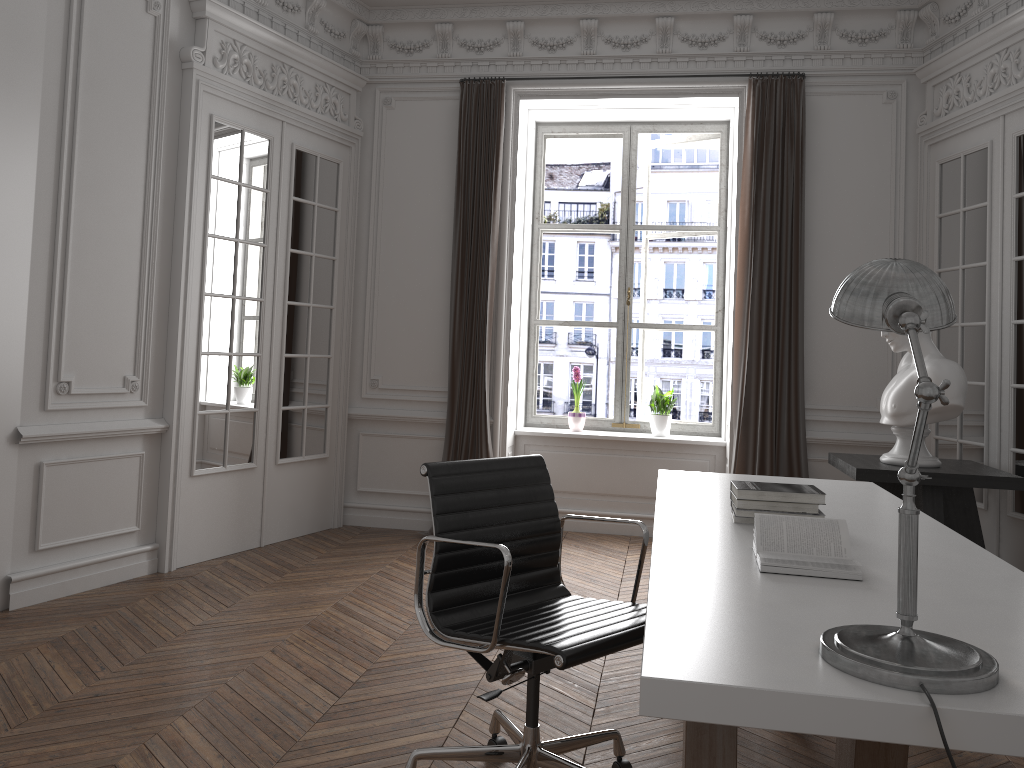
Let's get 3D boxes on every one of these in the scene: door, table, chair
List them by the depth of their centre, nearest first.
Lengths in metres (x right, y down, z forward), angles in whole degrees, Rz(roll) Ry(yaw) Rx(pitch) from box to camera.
[{"bbox_3d":[0.097,0.697,2.405,0.668,0.927,0.691,1,-1,36],"label":"chair"},{"bbox_3d":[0.852,0.808,2.539,0.900,0.751,2.617,2,2,10],"label":"table"},{"bbox_3d":[2.089,0.790,4.554,0.768,0.752,0.766,2,0,10],"label":"table"},{"bbox_3d":[2.637,-0.180,4.747,0.086,2.746,1.561,3,-2,-6],"label":"door"},{"bbox_3d":[-1.494,-0.366,5.481,0.086,2.746,1.559,1,-2,26],"label":"door"}]

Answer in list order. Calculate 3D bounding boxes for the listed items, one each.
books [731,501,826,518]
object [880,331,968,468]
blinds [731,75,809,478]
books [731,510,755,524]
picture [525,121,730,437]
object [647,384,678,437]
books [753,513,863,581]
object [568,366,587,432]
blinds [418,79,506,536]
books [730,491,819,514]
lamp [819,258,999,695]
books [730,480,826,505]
[{"bbox_3d":[0.817,0.391,2.735,0.259,0.023,0.211,3,2,10],"label":"books"},{"bbox_3d":[2.072,-0.047,4.551,0.393,0.927,0.632,2,-1,10],"label":"object"},{"bbox_3d":[1.614,-0.451,5.554,0.778,3.114,0.341,2,-3,4],"label":"blinds"},{"bbox_3d":[0.809,0.413,2.743,0.242,0.023,0.191,3,2,12],"label":"books"},{"bbox_3d":[0.326,-1.040,2.955,13.202,4.821,13.216,2,1,2],"label":"picture"},{"bbox_3d":[1.073,0.188,6.321,0.215,0.370,0.284,3,-1,-12],"label":"object"},{"bbox_3d":[0.715,0.390,2.165,0.226,0.096,0.278,2,1,12],"label":"books"},{"bbox_3d":[0.479,0.108,6.469,0.128,0.478,0.129,4,-3,-30],"label":"object"},{"bbox_3d":[-0.283,-0.536,5.928,0.581,3.115,0.309,2,-3,15],"label":"blinds"},{"bbox_3d":[0.809,0.365,2.740,0.239,0.028,0.190,2,2,8],"label":"books"},{"bbox_3d":[0.677,0.110,1.558,0.269,0.702,0.487,2,-1,10],"label":"lamp"},{"bbox_3d":[0.819,0.335,2.739,0.259,0.032,0.191,2,2,8],"label":"books"}]
